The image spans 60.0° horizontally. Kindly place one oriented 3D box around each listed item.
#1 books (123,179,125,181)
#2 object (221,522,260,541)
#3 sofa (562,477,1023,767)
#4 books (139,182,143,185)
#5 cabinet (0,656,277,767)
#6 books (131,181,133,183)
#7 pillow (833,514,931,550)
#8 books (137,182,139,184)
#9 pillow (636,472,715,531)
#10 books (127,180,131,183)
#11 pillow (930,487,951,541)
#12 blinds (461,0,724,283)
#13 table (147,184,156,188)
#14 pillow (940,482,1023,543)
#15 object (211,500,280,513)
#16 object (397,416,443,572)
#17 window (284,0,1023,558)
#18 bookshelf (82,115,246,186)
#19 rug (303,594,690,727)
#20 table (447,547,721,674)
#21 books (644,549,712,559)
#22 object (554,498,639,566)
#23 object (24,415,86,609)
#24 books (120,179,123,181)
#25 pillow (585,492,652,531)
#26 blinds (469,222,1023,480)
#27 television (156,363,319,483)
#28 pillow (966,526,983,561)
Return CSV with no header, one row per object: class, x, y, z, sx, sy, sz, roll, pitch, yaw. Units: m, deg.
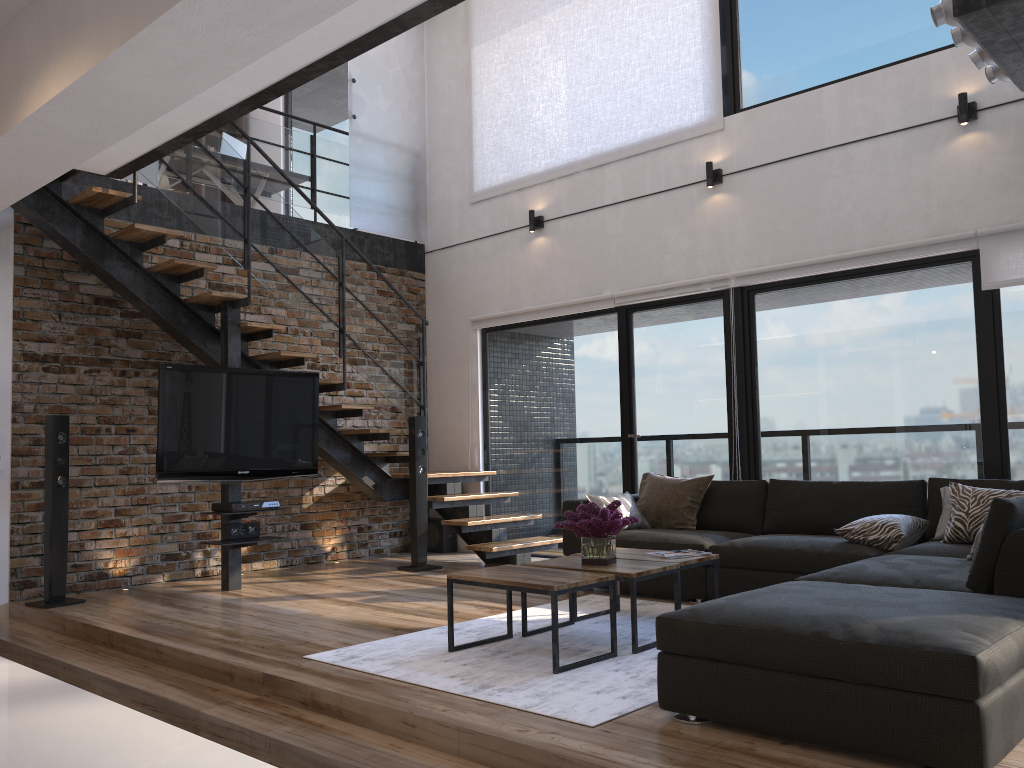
books,-4.343,-2.275,9.841,0.165,0.302,0.028,-5,-5,43
object,-1.854,1.007,6.063,0.089,0.112,0.247,-5,-6,43
sofa,1.104,0.860,4.400,3.046,0.700,3.000,-5,-6,43
books,-4.213,-2.239,9.973,0.174,0.244,0.039,-5,-5,43
cabinet,-3.131,-0.132,1.763,9.121,2.869,2.474,-5,-6,43
books,-4.265,-2.243,9.916,0.174,0.244,0.053,-5,-5,43
pillow,2.012,0.797,4.798,0.356,0.177,0.531,-5,-6,41
books,-4.239,-2.243,9.950,0.168,0.250,0.028,-5,-5,43
pillow,1.048,0.789,5.985,0.610,0.382,0.265,-5,-6,43
books,-4.297,-2.245,9.882,0.174,0.244,0.039,-5,-5,43
pillow,2.502,0.686,4.598,0.612,0.293,0.235,-5,-6,43
blinds,-0.884,-2.468,7.405,10.206,2.973,1.997,-3,-4,21
table,-2.805,-1.678,8.041,0.744,0.635,1.861,-5,-6,43
pillow,2.442,0.652,4.441,0.250,0.314,0.532,2,-6,-43
object,-1.804,0.831,6.016,0.275,0.058,0.360,-5,-6,43
object,-0.740,0.860,7.028,0.271,1.205,0.271,2,-5,-42
window,0.280,-1.288,5.283,13.406,5.561,5.665,-5,-6,43
bookshelf,-4.288,-2.324,9.951,0.307,2.278,2.718,-5,-5,43
rug,0.379,1.209,4.193,1.638,0.003,2.114,-5,-6,43
table,0.396,1.036,4.235,0.698,0.350,1.299,-5,-6,43
books,0.844,0.866,4.518,0.295,0.013,0.229,1,-5,-26
object,0.416,0.691,4.260,0.342,0.342,0.375,-5,-6,44
object,-2.922,0.805,5.690,0.271,1.205,0.271,-4,-4,33
books,-4.361,-2.251,9.818,0.168,0.250,0.028,-5,-5,43
pillow,0.710,0.850,5.836,0.212,0.265,0.499,-5,-6,43
blinds,1.598,0.216,6.255,5.372,2.042,0.096,-5,-5,43
television,-1.863,0.287,6.079,0.136,0.782,1.207,-5,-5,43
pillow,2.275,0.654,4.042,0.273,0.309,0.547,-5,-6,42
